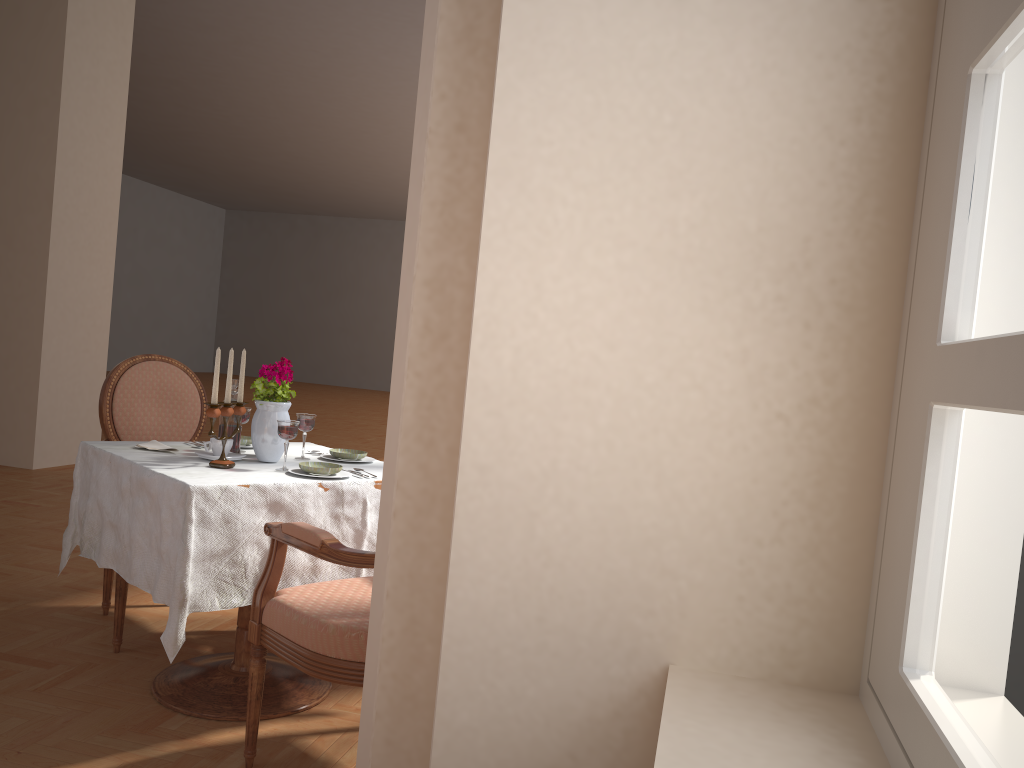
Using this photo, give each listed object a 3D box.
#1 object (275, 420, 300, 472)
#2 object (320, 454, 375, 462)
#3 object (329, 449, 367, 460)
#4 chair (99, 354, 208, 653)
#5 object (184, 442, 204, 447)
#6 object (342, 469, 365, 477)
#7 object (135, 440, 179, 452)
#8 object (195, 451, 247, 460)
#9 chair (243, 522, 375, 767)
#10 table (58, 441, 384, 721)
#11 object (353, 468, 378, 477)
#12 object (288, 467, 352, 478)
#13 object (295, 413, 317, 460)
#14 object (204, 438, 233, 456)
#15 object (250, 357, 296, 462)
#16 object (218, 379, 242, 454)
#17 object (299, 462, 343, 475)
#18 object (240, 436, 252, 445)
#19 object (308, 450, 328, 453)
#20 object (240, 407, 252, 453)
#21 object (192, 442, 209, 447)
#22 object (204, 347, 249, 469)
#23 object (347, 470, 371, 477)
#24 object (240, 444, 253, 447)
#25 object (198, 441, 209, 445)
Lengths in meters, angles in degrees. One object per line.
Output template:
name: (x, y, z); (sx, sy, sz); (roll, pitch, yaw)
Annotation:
object: (-0.611, 0.167, 2.403); (0.062, 0.135, 0.062); (8, 3, 44)
object: (-0.512, 0.232, 2.762); (0.171, 0.005, 0.171); (7, 2, 43)
object: (-0.510, 0.221, 2.761); (0.117, 0.024, 0.117); (5, 2, -8)
chair: (-1.196, 0.375, 3.116); (0.521, 0.932, 0.592); (3, 3, -44)
object: (-0.987, 0.186, 2.746); (0.027, 0.006, 0.125); (4, 2, -44)
object: (-0.447, 0.247, 2.467); (0.013, 0.004, 0.127); (4, 2, -40)
object: (-1.058, 0.179, 2.597); (0.095, 0.012, 0.234); (4, 2, -39)
object: (-0.824, 0.204, 2.506); (0.119, 0.016, 0.119); (7, 2, 32)
chair: (-0.254, 0.495, 2.116); (0.521, 0.932, 0.592); (3, 3, -44)
table: (-0.768, 0.556, 2.621); (0.837, 0.681, 0.828); (4, 3, -44)
object: (-0.411, 0.249, 2.496); (0.027, 0.006, 0.125); (4, 2, -41)
object: (-0.519, 0.241, 2.401); (0.171, 0.005, 0.171); (5, 2, -27)
object: (-0.624, 0.159, 2.664); (0.062, 0.135, 0.062); (8, 3, 44)
object: (-0.829, 0.179, 2.503); (0.078, 0.049, 0.062); (5, 2, -15)
object: (-0.694, 0.070, 2.544); (0.124, 0.302, 0.143); (6, 2, 11)
object: (-0.824, 0.097, 2.602); (0.074, 0.222, 0.074); (5, 2, -8)
object: (-0.518, 0.231, 2.401); (0.117, 0.024, 0.117); (4, 2, -36)
object: (-0.883, 0.183, 2.846); (0.117, 0.024, 0.117); (6, 2, 23)
object: (-0.606, 0.220, 2.870); (0.125, 0.006, 0.027); (4, 2, -41)
object: (-0.827, 0.138, 2.693); (0.062, 0.135, 0.062); (8, 3, 44)
object: (-0.970, 0.189, 2.765); (0.016, 0.002, 0.125); (4, 2, -43)
object: (-0.761, 0.061, 2.369); (0.059, 0.326, 0.177); (6, 2, 11)
object: (-0.429, 0.250, 2.478); (0.016, 0.002, 0.125); (4, 2, -40)
object: (-0.884, 0.193, 2.846); (0.171, 0.005, 0.171); (4, 2, -40)
object: (-0.953, 0.189, 2.777); (0.013, 0.004, 0.127); (4, 2, -43)
